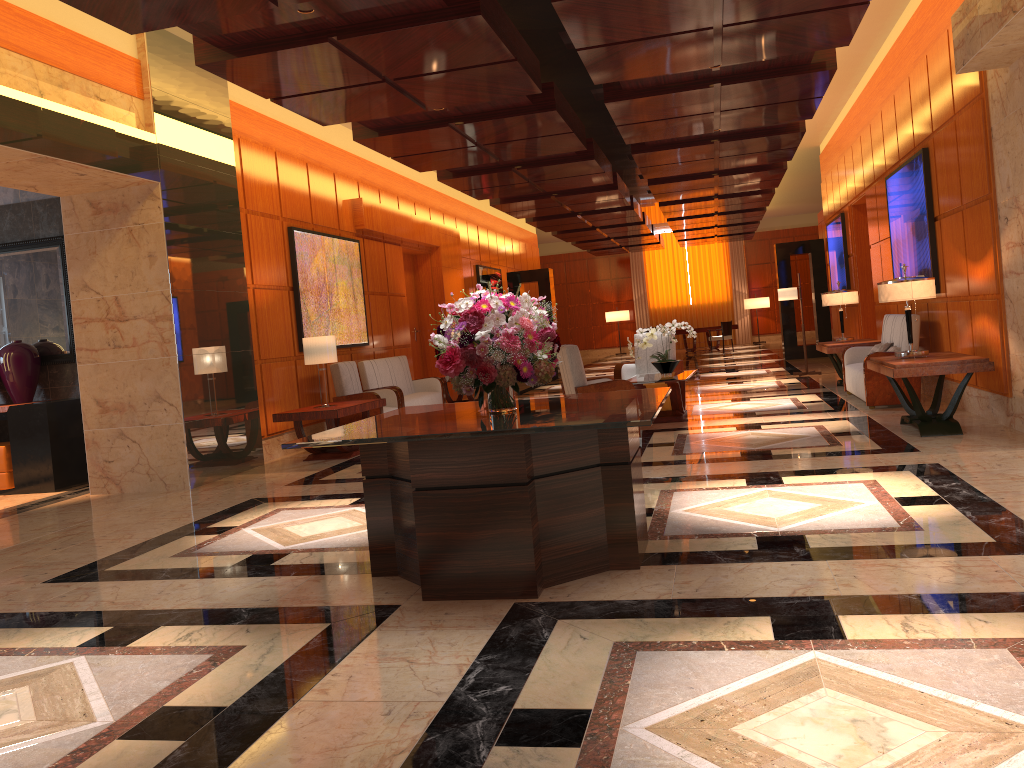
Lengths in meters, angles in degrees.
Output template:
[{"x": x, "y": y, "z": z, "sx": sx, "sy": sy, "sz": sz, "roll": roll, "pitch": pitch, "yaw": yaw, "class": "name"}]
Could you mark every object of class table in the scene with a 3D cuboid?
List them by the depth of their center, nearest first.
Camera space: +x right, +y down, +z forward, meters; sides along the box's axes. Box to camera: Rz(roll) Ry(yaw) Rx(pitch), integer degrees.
[{"x": -0.015, "y": 0.509, "z": 4.449, "sx": 1.599, "sy": 0.744, "sz": 1.604, "roll": -5, "pitch": 3, "yaw": 13, "class": "table"}, {"x": 3.498, "y": 0.081, "z": 7.467, "sx": 0.725, "sy": 0.606, "sz": 1.273, "roll": -5, "pitch": 3, "yaw": 13, "class": "table"}, {"x": -1.878, "y": 0.495, "z": 9.355, "sx": 0.724, "sy": 0.533, "sz": 1.170, "roll": -4, "pitch": 3, "yaw": 16, "class": "table"}, {"x": 1.680, "y": 0.160, "z": 9.934, "sx": 0.721, "sy": 0.495, "sz": 1.563, "roll": -4, "pitch": 3, "yaw": 16, "class": "table"}, {"x": 4.441, "y": -0.248, "z": 11.580, "sx": 0.725, "sy": 0.606, "sz": 1.273, "roll": -5, "pitch": 3, "yaw": 13, "class": "table"}, {"x": -0.759, "y": 0.105, "z": 14.235, "sx": 0.724, "sy": 0.533, "sz": 1.170, "roll": -4, "pitch": 3, "yaw": 16, "class": "table"}, {"x": 5.594, "y": -1.296, "z": 26.151, "sx": 2.109, "sy": 0.741, "sz": 0.784, "roll": -6, "pitch": 2, "yaw": -16, "class": "table"}]

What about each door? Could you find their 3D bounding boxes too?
[{"x": 5.478, "y": -1.468, "z": 13.226, "sx": 0.340, "sy": 2.649, "sz": 1.540, "roll": -5, "pitch": 2, "yaw": 13, "class": "door"}, {"x": -1.653, "y": -0.911, "z": 14.867, "sx": 0.340, "sy": 2.649, "sz": 1.502, "roll": -5, "pitch": 2, "yaw": 13, "class": "door"}]

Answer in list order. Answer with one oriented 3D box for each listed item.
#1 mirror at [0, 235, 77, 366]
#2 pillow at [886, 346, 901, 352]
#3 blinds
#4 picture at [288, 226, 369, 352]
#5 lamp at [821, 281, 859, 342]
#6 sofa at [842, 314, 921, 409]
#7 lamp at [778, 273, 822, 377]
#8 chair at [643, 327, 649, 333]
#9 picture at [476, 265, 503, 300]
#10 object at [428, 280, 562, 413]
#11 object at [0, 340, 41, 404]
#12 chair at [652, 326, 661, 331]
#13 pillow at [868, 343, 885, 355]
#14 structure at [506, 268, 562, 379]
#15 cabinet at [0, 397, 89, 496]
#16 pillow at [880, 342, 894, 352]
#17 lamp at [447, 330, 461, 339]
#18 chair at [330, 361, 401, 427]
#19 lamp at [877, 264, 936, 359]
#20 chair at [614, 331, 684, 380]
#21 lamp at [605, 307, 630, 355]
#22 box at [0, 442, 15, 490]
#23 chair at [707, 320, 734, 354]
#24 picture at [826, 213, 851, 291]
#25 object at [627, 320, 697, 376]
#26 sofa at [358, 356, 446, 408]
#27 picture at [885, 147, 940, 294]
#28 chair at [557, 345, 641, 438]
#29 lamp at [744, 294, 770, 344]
[{"x": -5.458, "y": -0.822, "z": 9.465, "sx": 1.765, "sy": 1.337, "sz": 0.029, "roll": -5, "pitch": 1, "yaw": 13, "class": "mirror"}, {"x": 4.043, "y": -0.286, "z": 9.472, "sx": 0.202, "sy": 0.229, "sz": 0.274, "roll": -5, "pitch": 2, "yaw": 16, "class": "pillow"}, {"x": 6.105, "y": -3.264, "z": 30.555, "sx": 3.850, "sy": 4.061, "sz": 0.149, "roll": -5, "pitch": 1, "yaw": 13, "class": "blinds"}, {"x": -2.278, "y": -1.173, "z": 11.219, "sx": 0.056, "sy": 1.451, "sz": 2.001, "roll": -5, "pitch": 3, "yaw": 13, "class": "picture"}, {"x": 4.324, "y": -0.960, "z": 11.648, "sx": 0.459, "sy": 0.793, "sz": 0.458, "roll": -6, "pitch": 2, "yaw": -25, "class": "lamp"}, {"x": 4.108, "y": -0.292, "z": 9.897, "sx": 0.612, "sy": 0.931, "sz": 1.802, "roll": -5, "pitch": 3, "yaw": 14, "class": "sofa"}, {"x": 4.635, "y": -0.961, "z": 14.372, "sx": 0.526, "sy": 1.659, "sz": 0.360, "roll": -5, "pitch": 1, "yaw": 3, "class": "lamp"}, {"x": 4.105, "y": -1.232, "z": 26.327, "sx": 0.586, "sy": 0.893, "sz": 0.576, "roll": -7, "pitch": 2, "yaw": -39, "class": "chair"}, {"x": -0.433, "y": -1.817, "z": 19.265, "sx": 0.056, "sy": 1.451, "sz": 2.001, "roll": -5, "pitch": 3, "yaw": 13, "class": "picture"}, {"x": -0.077, "y": -0.192, "z": 4.454, "sx": 0.649, "sy": 0.658, "sz": 0.681, "roll": -5, "pitch": 2, "yaw": 4, "class": "object"}, {"x": -5.359, "y": -0.106, "z": 9.222, "sx": 0.861, "sy": 0.651, "sz": 0.521, "roll": -5, "pitch": 2, "yaw": 12, "class": "object"}, {"x": 4.689, "y": -1.351, "z": 27.440, "sx": 0.575, "sy": 0.893, "sz": 0.586, "roll": -4, "pitch": 2, "yaw": 41, "class": "chair"}, {"x": 4.246, "y": -0.360, "z": 10.329, "sx": 0.195, "sy": 0.227, "sz": 0.345, "roll": -5, "pitch": 3, "yaw": 18, "class": "pillow"}, {"x": 0.518, "y": -1.358, "z": 20.370, "sx": 0.984, "sy": 2.496, "sz": 0.501, "roll": -5, "pitch": 1, "yaw": 13, "class": "structure"}, {"x": -5.405, "y": 0.667, "z": 9.136, "sx": 2.188, "sy": 0.867, "sz": 0.785, "roll": -5, "pitch": 2, "yaw": 13, "class": "cabinet"}, {"x": 4.176, "y": -0.337, "z": 9.900, "sx": 0.160, "sy": 0.252, "sz": 0.358, "roll": -5, "pitch": 3, "yaw": 10, "class": "pillow"}, {"x": 2.071, "y": -0.453, "z": 8.490, "sx": 0.335, "sy": 0.734, "sz": 12.993, "roll": -6, "pitch": 3, "yaw": -27, "class": "lamp"}, {"x": -1.733, "y": 0.192, "z": 10.529, "sx": 0.628, "sy": 0.960, "sz": 0.739, "roll": -5, "pitch": 2, "yaw": 12, "class": "chair"}, {"x": 3.397, "y": -0.628, "z": 7.601, "sx": 0.458, "sy": 0.809, "sz": 0.460, "roll": -5, "pitch": 2, "yaw": 22, "class": "lamp"}, {"x": 1.771, "y": -0.182, "z": 11.435, "sx": 0.737, "sy": 0.960, "sz": 0.630, "roll": -4, "pitch": 2, "yaw": 32, "class": "chair"}, {"x": 3.680, "y": -1.826, "z": 30.520, "sx": 0.812, "sy": 1.659, "sz": 0.810, "roll": -6, "pitch": 2, "yaw": -37, "class": "lamp"}, {"x": -5.423, "y": 0.840, "z": 8.997, "sx": 1.131, "sy": 0.427, "sz": 0.490, "roll": -5, "pitch": 2, "yaw": 13, "class": "box"}, {"x": 5.988, "y": -1.339, "z": 25.213, "sx": 0.585, "sy": 0.893, "sz": 0.576, "roll": -6, "pitch": 2, "yaw": -34, "class": "chair"}, {"x": 5.693, "y": -2.154, "z": 15.476, "sx": 0.056, "sy": 1.451, "sz": 2.001, "roll": -5, "pitch": 3, "yaw": 13, "class": "picture"}, {"x": 1.710, "y": -0.407, "z": 10.026, "sx": 0.788, "sy": 0.617, "sz": 0.417, "roll": -6, "pitch": 2, "yaw": -10, "class": "object"}, {"x": -1.481, "y": 0.088, "z": 12.129, "sx": 0.612, "sy": 0.931, "sz": 1.802, "roll": -5, "pitch": 3, "yaw": 14, "class": "sofa"}, {"x": 4.385, "y": -1.697, "z": 9.768, "sx": 0.056, "sy": 1.451, "sz": 2.001, "roll": -5, "pitch": 3, "yaw": 13, "class": "picture"}, {"x": 0.816, "y": 0.073, "z": 8.598, "sx": 0.629, "sy": 0.960, "sz": 0.738, "roll": -5, "pitch": 2, "yaw": -8, "class": "chair"}, {"x": 8.187, "y": -2.177, "z": 29.471, "sx": 0.812, "sy": 1.659, "sz": 0.810, "roll": -6, "pitch": 2, "yaw": -37, "class": "lamp"}]
